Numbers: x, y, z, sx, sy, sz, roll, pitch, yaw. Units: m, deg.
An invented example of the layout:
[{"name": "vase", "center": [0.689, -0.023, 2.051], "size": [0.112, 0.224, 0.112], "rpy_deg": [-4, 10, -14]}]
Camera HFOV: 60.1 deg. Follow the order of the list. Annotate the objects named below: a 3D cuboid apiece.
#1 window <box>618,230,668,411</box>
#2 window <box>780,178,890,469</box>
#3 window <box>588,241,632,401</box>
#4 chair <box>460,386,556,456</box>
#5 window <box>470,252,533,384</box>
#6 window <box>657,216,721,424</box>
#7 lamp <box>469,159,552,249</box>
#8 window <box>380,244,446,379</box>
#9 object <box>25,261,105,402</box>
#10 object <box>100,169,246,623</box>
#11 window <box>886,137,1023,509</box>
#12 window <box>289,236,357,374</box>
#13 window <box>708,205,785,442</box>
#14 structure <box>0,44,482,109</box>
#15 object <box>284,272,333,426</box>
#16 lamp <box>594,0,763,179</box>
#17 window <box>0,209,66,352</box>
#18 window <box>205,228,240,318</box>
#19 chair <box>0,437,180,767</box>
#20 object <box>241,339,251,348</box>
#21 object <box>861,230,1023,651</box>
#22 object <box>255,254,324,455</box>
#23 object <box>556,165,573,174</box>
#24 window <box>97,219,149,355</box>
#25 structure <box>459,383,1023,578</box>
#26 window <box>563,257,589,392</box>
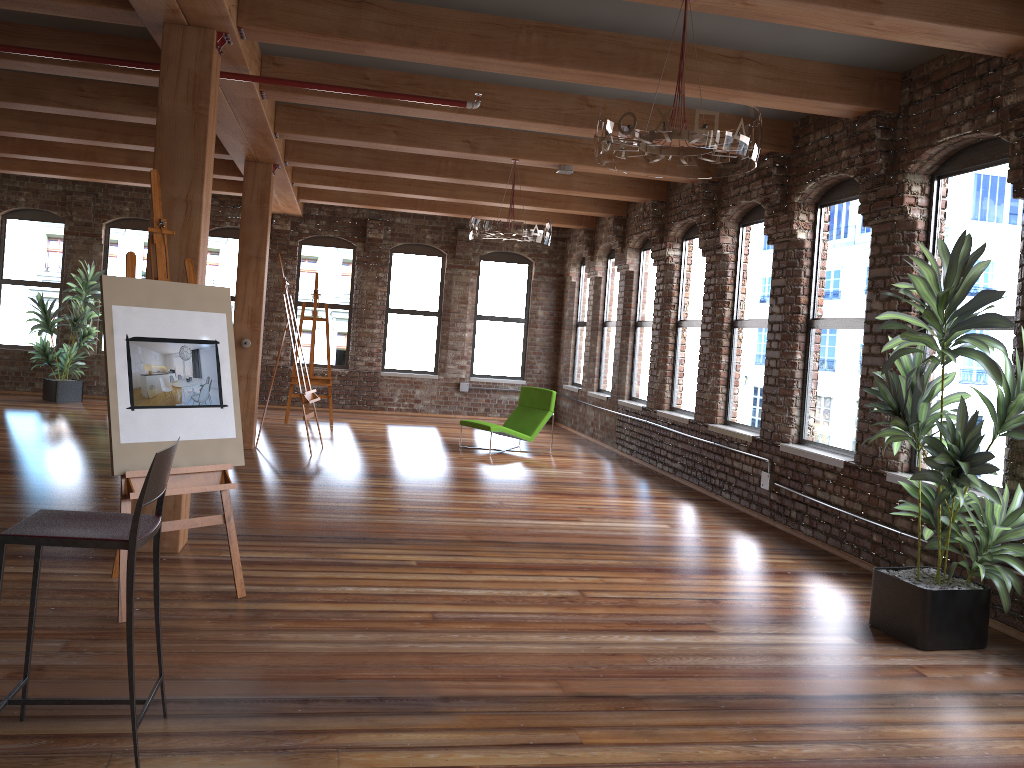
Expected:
[{"name": "window", "center": [1.680, -0.802, 11.245], "size": [0.233, 2.214, 0.969], "rpy_deg": [4, 1, -11]}, {"name": "window", "center": [2.512, -0.514, 6.926], "size": [0.232, 2.214, 0.969], "rpy_deg": [4, 1, -11]}, {"name": "window", "center": [1.402, -0.898, 12.686], "size": [0.231, 2.214, 0.969], "rpy_deg": [4, 1, -11]}, {"name": "chair", "center": [-0.059, 0.431, 10.929], "size": [0.955, 0.796, 0.682], "rpy_deg": [3, 2, -36]}, {"name": "window", "center": [-0.175, -1.134, 15.029], "size": [0.968, 2.218, 0.219], "rpy_deg": [4, 0, -11]}, {"name": "window", "center": [1.956, -0.706, 9.807], "size": [0.230, 2.214, 0.969], "rpy_deg": [4, 1, -11]}, {"name": "lamp", "center": [0.004, -1.770, 8.598], "size": [0.810, 0.814, 0.809], "rpy_deg": [5, 2, 25]}, {"name": "window", "center": [-1.631, -1.224, 14.746], "size": [0.968, 2.218, 0.219], "rpy_deg": [4, 0, -11]}, {"name": "object", "center": [-6.589, -0.805, 13.058], "size": [1.079, 2.103, 0.968], "rpy_deg": [4, 1, -33]}, {"name": "object", "center": [-1.728, -0.021, 4.445], "size": [0.686, 2.140, 0.701], "rpy_deg": [5, 1, 39]}, {"name": "window", "center": [2.792, -0.417, 5.486], "size": [0.235, 2.214, 0.969], "rpy_deg": [4, 1, -11]}, {"name": "window", "center": [-3.073, -1.308, 14.465], "size": [0.968, 2.227, 0.221], "rpy_deg": [4, 0, -11]}, {"name": "window", "center": [2.237, -0.610, 8.367], "size": [0.236, 2.214, 0.969], "rpy_deg": [4, 1, -11]}, {"name": "structure", "center": [-3.552, -2.220, 5.677], "size": [6.804, 0.112, 0.051], "rpy_deg": [4, 1, -11]}, {"name": "object", "center": [-2.822, -0.528, 12.556], "size": [0.661, 2.140, 0.686], "rpy_deg": [4, 1, -16]}, {"name": "lamp", "center": [0.826, -1.485, 4.330], "size": [0.811, 0.814, 0.808], "rpy_deg": [5, 2, 31]}, {"name": "window", "center": [-7.419, -1.609, 13.689], "size": [0.968, 2.169, 0.086], "rpy_deg": [4, 0, -11]}, {"name": "window", "center": [-4.508, -1.397, 14.186], "size": [0.968, 2.227, 0.221], "rpy_deg": [4, 0, -11]}, {"name": "chair", "center": [-1.357, 0.672, 2.838], "size": [0.466, 0.981, 0.430], "rpy_deg": [4, 1, -11]}, {"name": "object", "center": [-2.839, -0.434, 9.451], "size": [0.095, 0.095, 0.061], "rpy_deg": [4, 1, -11]}, {"name": "object", "center": [2.292, 0.279, 4.660], "size": [0.966, 2.103, 1.081], "rpy_deg": [4, 1, 2]}, {"name": "object", "center": [-2.399, -0.348, 9.732], "size": [0.685, 2.140, 0.662], "rpy_deg": [4, 1, -1]}, {"name": "object", "center": [0.522, -2.119, 8.730], "size": [0.145, 0.072, 0.147], "rpy_deg": [4, 3, -11]}, {"name": "window", "center": [-5.958, -1.519, 13.973], "size": [0.968, 2.169, 0.086], "rpy_deg": [4, 0, -11]}, {"name": "structure", "center": [1.965, 0.666, 8.542], "size": [1.632, 0.313, 13.734], "rpy_deg": [3, 3, -18]}, {"name": "window", "center": [1.119, -0.996, 14.152], "size": [0.232, 2.214, 0.969], "rpy_deg": [4, 1, -11]}]
